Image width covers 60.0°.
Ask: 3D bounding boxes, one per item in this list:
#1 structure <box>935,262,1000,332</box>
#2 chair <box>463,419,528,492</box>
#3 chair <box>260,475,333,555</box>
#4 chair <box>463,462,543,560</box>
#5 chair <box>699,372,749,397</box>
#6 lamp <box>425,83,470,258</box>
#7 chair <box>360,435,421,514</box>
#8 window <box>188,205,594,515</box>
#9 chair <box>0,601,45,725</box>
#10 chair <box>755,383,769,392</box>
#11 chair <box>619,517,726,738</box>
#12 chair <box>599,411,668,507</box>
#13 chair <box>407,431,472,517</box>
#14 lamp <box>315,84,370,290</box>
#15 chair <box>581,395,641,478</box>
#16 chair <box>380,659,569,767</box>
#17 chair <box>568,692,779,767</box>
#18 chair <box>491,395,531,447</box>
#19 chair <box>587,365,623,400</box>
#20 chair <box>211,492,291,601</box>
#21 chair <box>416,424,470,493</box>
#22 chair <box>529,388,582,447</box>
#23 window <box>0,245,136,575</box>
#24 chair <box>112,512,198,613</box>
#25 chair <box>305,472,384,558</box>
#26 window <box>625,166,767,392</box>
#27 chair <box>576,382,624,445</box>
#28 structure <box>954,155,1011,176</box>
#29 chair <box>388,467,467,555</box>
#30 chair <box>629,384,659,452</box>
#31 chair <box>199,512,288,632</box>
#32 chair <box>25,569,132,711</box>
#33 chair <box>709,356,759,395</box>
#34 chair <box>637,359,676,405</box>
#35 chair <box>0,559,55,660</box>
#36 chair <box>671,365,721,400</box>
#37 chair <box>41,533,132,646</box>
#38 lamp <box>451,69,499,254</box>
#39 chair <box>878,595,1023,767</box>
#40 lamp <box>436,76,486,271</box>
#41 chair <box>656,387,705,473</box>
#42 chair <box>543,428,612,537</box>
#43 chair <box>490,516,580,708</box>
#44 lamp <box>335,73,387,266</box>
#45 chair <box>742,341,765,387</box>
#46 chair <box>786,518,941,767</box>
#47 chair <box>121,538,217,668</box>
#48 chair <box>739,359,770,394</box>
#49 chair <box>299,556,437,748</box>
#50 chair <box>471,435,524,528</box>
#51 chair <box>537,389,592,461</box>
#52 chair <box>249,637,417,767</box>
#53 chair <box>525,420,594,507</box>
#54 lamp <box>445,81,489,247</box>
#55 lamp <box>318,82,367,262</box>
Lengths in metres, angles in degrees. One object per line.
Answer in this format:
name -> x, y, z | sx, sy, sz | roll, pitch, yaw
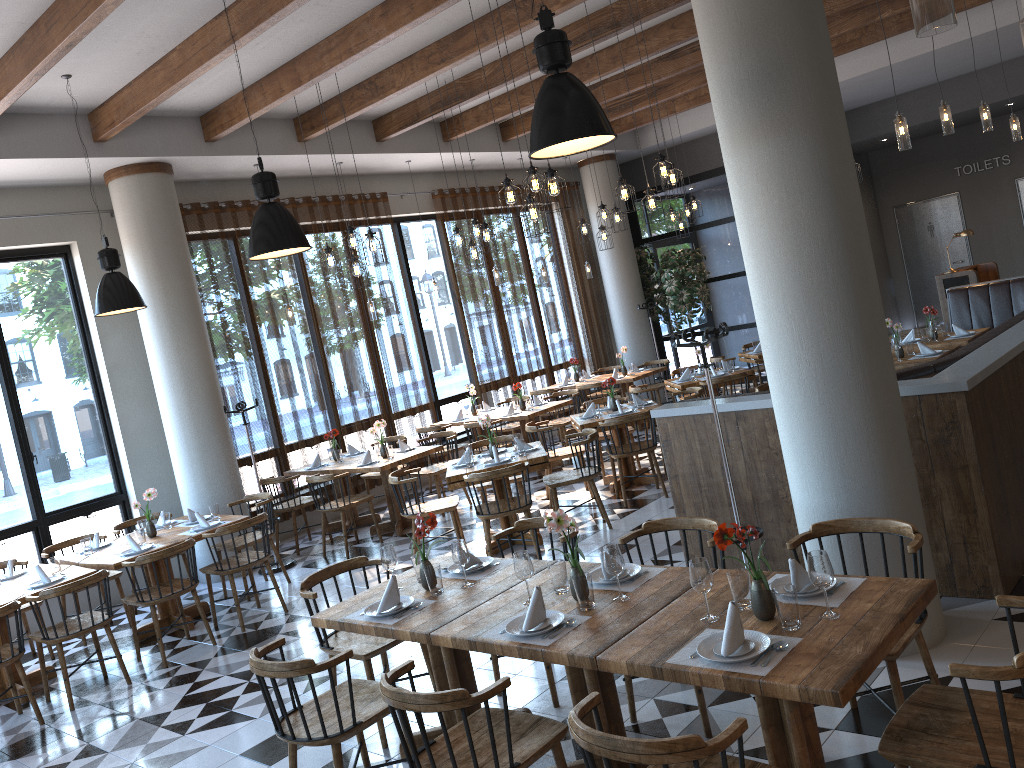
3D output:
structure -> 5.897, -0.828, 11.117 | 0.643, 1.298, 1.051 | -10, 4, 43
chair -> -0.207, 0.791, 10.294 | 0.517, 0.816, 0.553 | -9, 4, 43
chair -> -2.268, 1.317, 9.254 | 0.517, 0.816, 0.553 | -9, 4, 43
chair -> -0.048, 1.031, 6.973 | 0.519, 0.816, 0.550 | -12, 3, -2
chair -> 2.364, 0.295, 9.654 | 0.519, 0.816, 0.550 | -12, 3, -2
lamp -> -0.732, -2.344, 9.194 | 0.176, 2.067, 0.174 | -14, 3, -39
chair -> -1.407, 1.054, 10.210 | 0.517, 0.816, 0.553 | -9, 4, 43
window -> -3.326, 0.063, 8.062 | 4.480, 3.159, 15.204 | -11, 5, 20
chair -> -3.372, 1.849, 5.673 | 0.548, 0.816, 0.522 | -9, 4, 43
chair -> 2.566, 0.386, 8.029 | 0.548, 0.816, 0.522 | -9, 4, 43
chair -> 0.770, 1.093, 4.103 | 0.517, 0.816, 0.553 | -9, 4, 43
chair -> 1.138, 0.669, 8.291 | 0.519, 0.816, 0.550 | -12, 3, -2
chair -> -0.798, 0.972, 9.637 | 0.517, 0.816, 0.553 | -9, 4, 43
lamp -> -1.593, -1.884, 8.016 | 0.174, 2.067, 0.176 | -11, 3, 29
chair -> 1.081, 0.575, 9.579 | 0.519, 0.816, 0.550 | -12, 3, -2
chair -> -0.106, 1.361, 3.129 | 0.517, 0.816, 0.553 | -9, 4, 43
chair -> 0.521, 1.276, 2.540 | 0.517, 0.816, 0.553 | -9, 4, 43
chair -> 0.044, 0.611, 11.823 | 0.517, 0.816, 0.553 | -9, 4, 43
chair -> 1.465, 0.177, 13.402 | 0.517, 0.816, 0.553 | -9, 4, 43
chair -> -2.344, 1.443, 7.922 | 0.517, 0.816, 0.553 | -9, 4, 43
chair -> -0.817, 0.874, 10.867 | 0.517, 0.816, 0.553 | -9, 4, 43
chair -> 0.604, 0.440, 12.446 | 0.517, 0.816, 0.553 | -9, 4, 43
window -> -5.666, 0.649, 7.013 | 0.363, 3.161, 4.994 | -10, 4, 43
chair -> -3.244, 1.624, 8.057 | 0.548, 0.816, 0.522 | -9, 4, 43
chair -> -1.659, 1.234, 8.681 | 0.517, 0.816, 0.553 | -9, 4, 43
window -> 3.956, -1.908, 15.541 | 2.718, 3.543, 2.198 | -9, 4, 43
chair -> 1.214, 0.357, 11.873 | 0.517, 0.816, 0.553 | -9, 4, 43
structure -> 8.444, -3.918, 15.912 | 0.913, 0.165, 0.035 | -8, 5, 43
chair -> -0.707, 1.121, 7.593 | 0.550, 0.816, 0.520 | -12, 3, -2
chair -> 1.706, 0.384, 10.274 | 0.550, 0.816, 0.520 | -12, 3, -2
chair -> -2.148, 1.475, 7.034 | 0.548, 0.816, 0.522 | -9, 4, 43
chair -> -2.992, 1.733, 6.096 | 0.548, 0.816, 0.522 | -9, 4, 43
chair -> 2.952, 0.004, 11.659 | 0.550, 0.816, 0.520 | -12, 3, -2
chair -> 2.075, 0.094, 12.829 | 0.517, 0.816, 0.553 | -9, 4, 43
chair -> -4.076, 1.878, 7.132 | 0.548, 0.816, 0.522 | -9, 4, 43
chair -> 2.307, 0.201, 10.941 | 0.519, 0.816, 0.550 | -12, 3, -2
chair -> -3.647, 1.748, 7.609 | 0.548, 0.816, 0.522 | -9, 4, 43
lamp -> -0.432, -2.337, 8.876 | 0.174, 2.067, 0.176 | -11, 3, 29
chair -> 1.416, 1.080, 2.598 | 0.548, 0.816, 0.522 | -9, 4, 43
lamp -> -0.568, -2.187, 9.029 | 0.176, 2.067, 0.174 | -13, 3, -28
chair -> 1.739, 0.486, 8.959 | 0.550, 0.816, 0.520 | -12, 3, -2
chair -> 0.553, 0.848, 7.641 | 0.550, 0.816, 0.520 | -12, 3, -2
chair -> 0.144, 1.179, 4.692 | 0.517, 0.816, 0.553 | -9, 4, 43
lamp -> -1.431, -2.090, 7.936 | 0.174, 2.067, 0.176 | -11, 2, 18
chair -> 3.554, -0.180, 12.326 | 0.519, 0.816, 0.550 | -12, 3, -2
chair -> 1.397, 1.008, 3.513 | 0.517, 0.816, 0.553 | -9, 4, 43
chair -> -2.564, 1.602, 6.572 | 0.548, 0.816, 0.522 | -9, 4, 43
chair -> 2.965, 0.111, 10.321 | 0.550, 0.816, 0.520 | -12, 3, -2
chair -> -0.743, 1.372, 4.646 | 0.548, 0.816, 0.522 | -9, 4, 43
chair -> -0.105, 0.937, 8.261 | 0.519, 0.816, 0.550 | -12, 3, -2
chair -> 0.654, 0.528, 11.250 | 0.517, 0.816, 0.553 | -9, 4, 43
chair -> -0.733, 1.446, 3.719 | 0.517, 0.816, 0.553 | -9, 4, 43
chair -> 0.480, 0.759, 8.911 | 0.550, 0.816, 0.520 | -12, 3, -2
lamp -> -0.545, -2.445, 9.239 | 0.176, 2.067, 0.174 | -13, 3, -28
lamp -> -1.583, -2.103, 7.783 | 0.174, 2.067, 0.176 | -11, 3, 29
